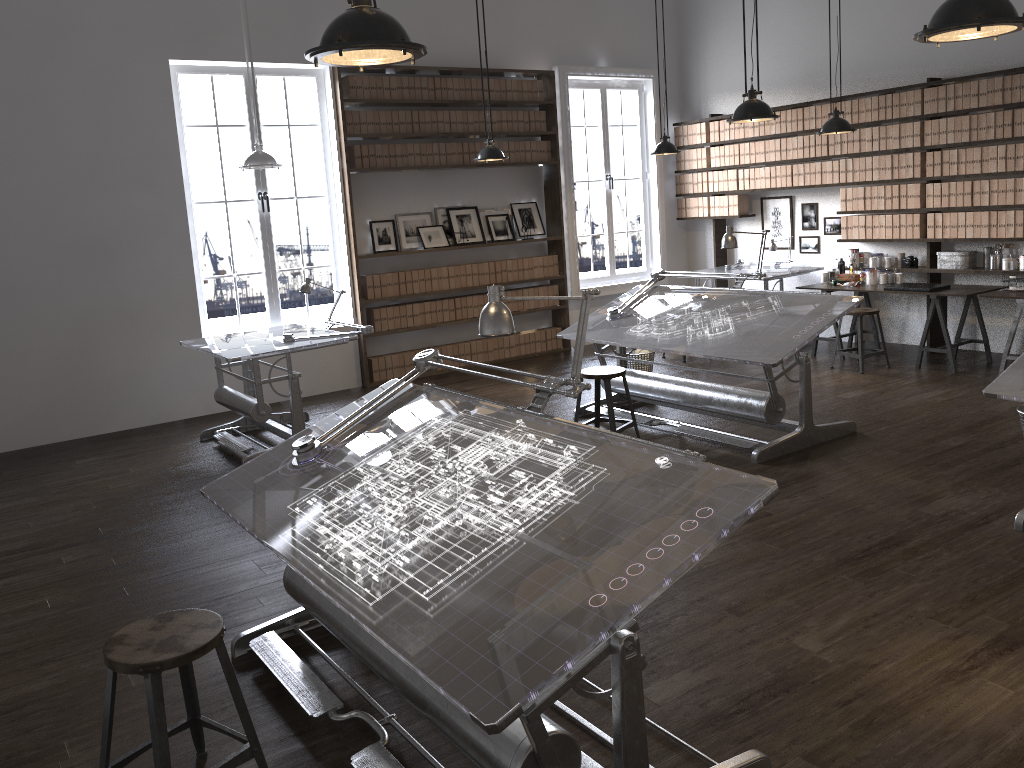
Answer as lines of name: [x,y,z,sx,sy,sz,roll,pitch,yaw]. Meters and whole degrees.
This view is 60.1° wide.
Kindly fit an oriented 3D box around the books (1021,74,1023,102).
books: [4.197,-2.399,7.165,0.175,0.224,0.067,-10,11,-33]

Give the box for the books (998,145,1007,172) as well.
books: [4.134,-1.881,7.392,0.175,0.224,0.067,-10,11,-33]

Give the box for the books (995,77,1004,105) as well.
books: [4.078,-2.425,7.336,0.175,0.224,0.067,-10,11,-33]

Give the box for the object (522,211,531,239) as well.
object: [0.153,-1.686,9.423,0.119,0.302,0.040,-10,10,-33]

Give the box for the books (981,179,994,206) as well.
books: [4.077,-1.627,7.546,0.175,0.224,0.067,-10,11,-33]

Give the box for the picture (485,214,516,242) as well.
picture: [-0.122,-1.653,9.386,0.291,0.288,0.127,-11,11,-33]

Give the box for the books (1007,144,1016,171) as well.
books: [4.177,-1.872,7.337,0.175,0.224,0.067,-10,11,-33]

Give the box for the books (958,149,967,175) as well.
books: [3.947,-1.925,7.675,0.175,0.224,0.067,-10,11,-33]

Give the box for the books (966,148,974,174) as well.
books: [3.986,-1.916,7.617,0.175,0.224,0.067,-10,11,-33]

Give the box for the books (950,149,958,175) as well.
books: [3.903,-1.933,7.731,0.175,0.224,0.067,-10,11,-33]

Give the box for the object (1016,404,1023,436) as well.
object: [2.840,0.320,4.635,0.353,0.375,0.355,-6,10,-12]

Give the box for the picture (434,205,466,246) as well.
picture: [-0.606,-1.623,9.111,0.371,0.403,0.091,-10,11,-33]

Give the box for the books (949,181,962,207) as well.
books: [3.918,-1.663,7.782,0.175,0.224,0.067,-10,11,-33]

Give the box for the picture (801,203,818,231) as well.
picture: [3.122,-1.753,9.278,0.022,0.282,0.202,-10,11,-34]

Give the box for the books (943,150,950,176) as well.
books: [3.867,-1.943,7.792,0.175,0.224,0.067,-10,11,-33]

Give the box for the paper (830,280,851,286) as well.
paper: [3.115,-0.957,8.397,0.155,0.038,0.138,6,15,41]

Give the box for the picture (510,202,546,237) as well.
picture: [0.173,-1.784,9.591,0.344,0.361,0.161,-11,11,-33]

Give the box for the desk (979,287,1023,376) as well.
desk: [4.472,-0.326,6.579,0.658,0.664,1.675,-10,13,-33]

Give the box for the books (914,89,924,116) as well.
books: [3.679,-2.515,7.919,0.175,0.224,0.067,-10,11,-33]

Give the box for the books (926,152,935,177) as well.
books: [3.783,-1.961,7.915,0.175,0.224,0.067,-10,11,-33]

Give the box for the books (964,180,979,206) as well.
books: [3.994,-1.645,7.665,0.175,0.224,0.067,-10,11,-33]

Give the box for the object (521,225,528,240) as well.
object: [0.129,-1.603,9.371,0.066,0.164,0.040,-10,10,-33]

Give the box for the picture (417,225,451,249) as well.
picture: [-0.787,-1.477,8.904,0.301,0.227,0.145,-11,12,-33]

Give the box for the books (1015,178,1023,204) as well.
books: [4.235,-1.592,7.320,0.175,0.224,0.067,-10,11,-33]

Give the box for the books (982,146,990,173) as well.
books: [4.061,-1.898,7.506,0.175,0.224,0.067,-10,11,-33]

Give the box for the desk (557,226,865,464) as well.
desk: [1.292,-0.412,6.272,1.081,1.376,2.290,-10,12,-33]

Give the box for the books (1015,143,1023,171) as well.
books: [4.218,-1.864,7.280,0.175,0.224,0.067,-10,11,-33]

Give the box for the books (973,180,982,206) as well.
books: [4.041,-1.636,7.607,0.175,0.224,0.067,-10,11,-33]

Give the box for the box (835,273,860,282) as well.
box: [3.231,-1.010,8.491,0.138,0.082,0.213,-11,13,-33]

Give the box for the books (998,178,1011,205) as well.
books: [4.160,-1.609,7.431,0.175,0.224,0.067,-10,11,-33]

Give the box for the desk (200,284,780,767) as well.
desk: [-0.186,0.380,2.843,1.081,1.376,2.077,-10,12,-33]

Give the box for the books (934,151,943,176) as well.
books: [3.820,-1.951,7.851,0.175,0.224,0.067,-10,11,-33]

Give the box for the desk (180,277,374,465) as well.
desk: [-1.690,-0.169,6.585,1.176,1.180,1.274,-11,12,-33]

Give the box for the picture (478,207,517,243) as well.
picture: [-0.158,-1.689,9.408,0.435,0.358,0.095,-11,11,-33]

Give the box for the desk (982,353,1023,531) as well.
desk: [3.178,0.012,3.514,1.081,1.376,2.077,-10,12,-33]

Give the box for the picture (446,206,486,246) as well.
picture: [-0.473,-1.630,9.137,0.375,0.388,0.149,-11,11,-33]

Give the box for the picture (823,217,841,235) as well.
picture: [3.295,-1.615,9.047,0.023,0.182,0.252,-10,12,-33]

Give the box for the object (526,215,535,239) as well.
object: [0.196,-1.680,9.487,0.111,0.260,0.040,-10,10,-33]

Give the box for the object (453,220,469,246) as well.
object: [-0.517,-1.523,8.952,0.175,0.258,0.040,-10,11,-33]

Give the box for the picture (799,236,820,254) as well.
picture: [3.135,-1.466,9.329,0.023,0.182,0.252,-10,12,-33]

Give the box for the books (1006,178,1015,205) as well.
books: [4.193,-1.600,7.373,0.175,0.224,0.067,-10,11,-33]

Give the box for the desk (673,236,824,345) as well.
desk: [2.520,-0.965,9.326,1.075,1.089,1.274,-10,12,-33]

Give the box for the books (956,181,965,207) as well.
books: [3.957,-1.655,7.729,0.175,0.224,0.067,-10,11,-33]

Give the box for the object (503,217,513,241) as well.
object: [-0.048,-1.621,9.280,0.124,0.258,0.040,-10,10,-33]

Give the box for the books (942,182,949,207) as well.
books: [3.879,-1.670,7.831,0.175,0.224,0.067,-10,11,-33]

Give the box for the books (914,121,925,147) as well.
books: [3.695,-2.245,7.967,0.175,0.224,0.067,-10,11,-33]

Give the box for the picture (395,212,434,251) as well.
picture: [-0.956,-1.530,8.874,0.417,0.362,0.083,-11,11,-33]

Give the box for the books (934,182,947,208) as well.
books: [3.838,-1.680,7.891,0.175,0.224,0.067,-10,11,-33]

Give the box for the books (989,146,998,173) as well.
books: [4.095,-1.890,7.453,0.175,0.224,0.067,-10,11,-33]

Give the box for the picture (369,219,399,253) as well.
picture: [-1.257,-1.449,8.698,0.268,0.313,0.058,-10,11,-33]

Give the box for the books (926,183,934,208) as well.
books: [3.800,-1.689,7.952,0.175,0.224,0.067,-10,11,-33]

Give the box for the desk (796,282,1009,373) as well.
desk: [3.479,-0.549,8.030,0.658,0.664,1.675,-10,13,-33]

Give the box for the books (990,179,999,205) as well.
books: [4.120,-1.618,7.490,0.175,0.224,0.067,-10,11,-33]

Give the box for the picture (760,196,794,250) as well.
picture: [2.882,-1.748,9.624,0.040,0.570,0.417,-10,11,-33]

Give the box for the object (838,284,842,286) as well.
object: [3.102,-0.937,8.357,0.006,0.006,0.157,3,13,35]

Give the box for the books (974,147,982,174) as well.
books: [4.020,-1.906,7.558,0.175,0.224,0.067,-10,11,-33]
